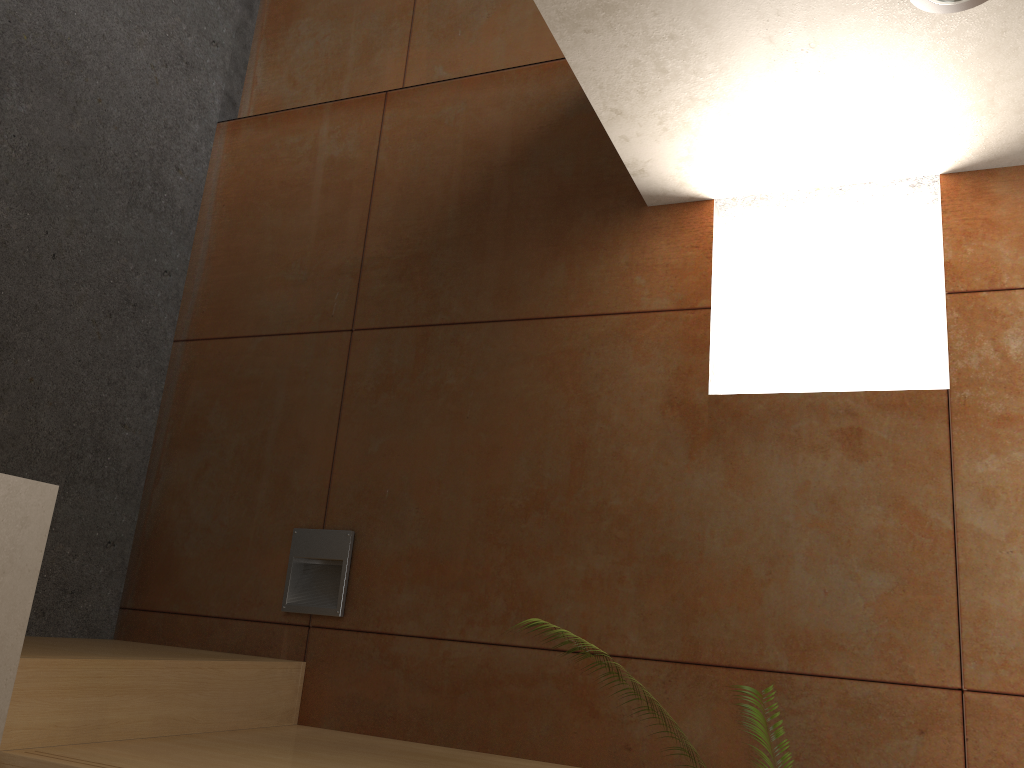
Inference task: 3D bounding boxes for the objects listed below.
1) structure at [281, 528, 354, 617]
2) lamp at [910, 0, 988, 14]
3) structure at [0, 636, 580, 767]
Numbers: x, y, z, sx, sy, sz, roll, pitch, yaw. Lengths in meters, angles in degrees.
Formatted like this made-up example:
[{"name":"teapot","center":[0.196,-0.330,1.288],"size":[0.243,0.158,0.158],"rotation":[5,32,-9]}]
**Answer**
[{"name":"structure","center":[-0.593,0.597,2.809],"size":[0.220,0.260,0.096],"rotation":[-2,-17,23]},{"name":"lamp","center":[0.839,-0.772,1.669],"size":[0.173,0.044,0.173],"rotation":[-3,-18,28]},{"name":"structure","center":[-0.983,1.037,1.438],"size":[1.950,1.110,2.400],"rotation":[-2,-17,23]}]
